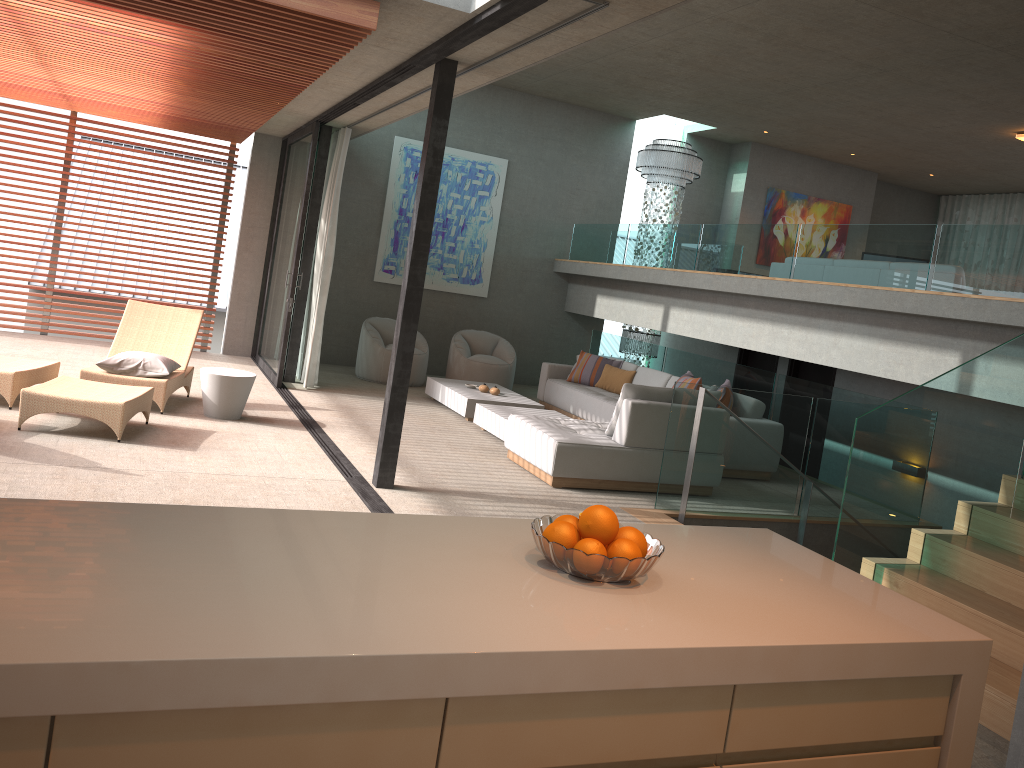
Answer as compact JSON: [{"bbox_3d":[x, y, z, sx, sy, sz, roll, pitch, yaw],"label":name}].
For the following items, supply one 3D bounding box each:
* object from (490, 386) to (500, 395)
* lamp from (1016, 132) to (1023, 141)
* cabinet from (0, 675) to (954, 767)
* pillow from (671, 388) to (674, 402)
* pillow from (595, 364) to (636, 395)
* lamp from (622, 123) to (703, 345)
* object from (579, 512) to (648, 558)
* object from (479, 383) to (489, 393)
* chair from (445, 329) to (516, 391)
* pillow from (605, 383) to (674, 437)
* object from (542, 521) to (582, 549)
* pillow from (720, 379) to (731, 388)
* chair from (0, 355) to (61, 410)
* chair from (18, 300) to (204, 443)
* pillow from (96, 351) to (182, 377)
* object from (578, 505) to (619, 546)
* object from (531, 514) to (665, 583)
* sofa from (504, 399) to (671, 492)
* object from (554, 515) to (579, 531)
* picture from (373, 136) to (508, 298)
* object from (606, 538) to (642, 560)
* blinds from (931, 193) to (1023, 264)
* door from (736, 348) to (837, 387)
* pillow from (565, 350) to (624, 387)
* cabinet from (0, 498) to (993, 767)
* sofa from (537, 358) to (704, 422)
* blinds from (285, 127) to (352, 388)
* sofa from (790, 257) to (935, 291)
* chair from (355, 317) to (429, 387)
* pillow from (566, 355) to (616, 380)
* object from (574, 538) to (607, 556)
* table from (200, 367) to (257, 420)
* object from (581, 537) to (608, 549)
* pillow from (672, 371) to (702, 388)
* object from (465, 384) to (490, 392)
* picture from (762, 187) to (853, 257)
[{"bbox_3d":[-0.189,0.071,9.844,0.120,0.105,0.120,10,5,11],"label":"object"},{"bbox_3d":[6.409,-3.023,10.820,0.299,0.091,0.303,6,7,-23],"label":"lamp"},{"bbox_3d":[-0.739,0.118,0.237,7.441,2.559,1.982,6,4,-23],"label":"cabinet"},{"bbox_3d":[1.503,0.273,7.515,0.490,0.496,0.240,7,3,-23],"label":"pillow"},{"bbox_3d":[1.272,-0.048,10.736,0.466,0.323,0.225,12,4,30],"label":"pillow"},{"bbox_3d":[2.235,-2.188,13.682,0.995,3.927,1.008,7,3,-43],"label":"lamp"},{"bbox_3d":[0.241,0.377,2.121,0.174,0.100,0.096,11,5,22],"label":"object"},{"bbox_3d":[-0.314,0.041,9.933,0.119,0.105,0.120,7,5,-19],"label":"object"},{"bbox_3d":[-0.404,-0.299,11.933,0.922,0.785,0.925,9,5,1],"label":"chair"},{"bbox_3d":[1.061,0.237,7.330,0.490,0.482,0.268,7,3,-23],"label":"pillow"},{"bbox_3d":[0.115,0.367,2.055,0.094,0.094,0.095,6,5,-34],"label":"object"},{"bbox_3d":[2.037,0.218,8.716,0.280,0.502,0.697,10,5,20],"label":"pillow"},{"bbox_3d":[-4.068,-0.210,6.302,0.699,0.823,2.309,9,6,-5],"label":"chair"},{"bbox_3d":[-3.195,-0.191,7.301,0.699,0.823,2.311,8,6,-9],"label":"chair"},{"bbox_3d":[-3.215,-0.177,7.641,0.594,0.193,0.598,8,6,-12],"label":"pillow"},{"bbox_3d":[0.201,0.327,2.045,0.095,0.094,0.095,9,4,-3],"label":"object"},{"bbox_3d":[0.195,0.395,2.082,0.314,0.082,0.318,6,7,-23],"label":"object"},{"bbox_3d":[0.876,0.427,7.538,1.590,0.730,1.022,6,6,-23],"label":"sofa"},{"bbox_3d":[0.135,0.362,2.145,0.086,0.087,0.088,6,5,-33],"label":"object"},{"bbox_3d":[-1.001,-2.370,12.698,1.713,2.043,0.030,7,2,-23],"label":"picture"},{"bbox_3d":[0.254,0.397,2.018,0.087,0.087,0.087,11,5,27],"label":"object"},{"bbox_3d":[8.386,-1.805,14.575,0.222,2.718,3.883,8,5,-24],"label":"blinds"},{"bbox_3d":[0.512,0.355,4.575,5.822,4.458,15.277,13,7,39],"label":"door"},{"bbox_3d":[1.036,-0.164,11.006,0.658,0.441,0.340,11,4,20],"label":"pillow"},{"bbox_3d":[-0.999,0.763,1.599,4.105,0.897,0.807,6,5,-23],"label":"cabinet"},{"bbox_3d":[1.475,0.232,9.907,1.045,0.750,3.492,7,7,-23],"label":"sofa"},{"bbox_3d":[-2.456,-1.586,10.857,0.222,2.914,2.446,8,4,-24],"label":"blinds"},{"bbox_3d":[4.384,-1.012,10.588,0.970,0.860,3.278,7,7,-23],"label":"sofa"},{"bbox_3d":[-1.543,-0.431,11.547,0.919,0.785,0.928,7,5,-19],"label":"chair"},{"bbox_3d":[1.010,-0.148,11.203,0.620,0.419,0.311,10,4,13],"label":"pillow"},{"bbox_3d":[0.175,0.389,1.995,0.080,0.081,0.082,6,5,-29],"label":"object"},{"bbox_3d":[-2.501,0.088,7.713,0.473,0.392,0.479,5,6,-42],"label":"table"},{"bbox_3d":[0.192,0.386,2.098,0.071,0.070,0.071,10,4,16],"label":"object"},{"bbox_3d":[1.785,0.124,9.281,0.311,0.492,0.741,9,5,0],"label":"pillow"},{"bbox_3d":[-0.339,0.056,10.066,0.439,0.039,0.155,12,7,23],"label":"object"},{"bbox_3d":[4.832,-2.468,14.562,1.743,1.246,0.030,7,3,-23],"label":"picture"}]
